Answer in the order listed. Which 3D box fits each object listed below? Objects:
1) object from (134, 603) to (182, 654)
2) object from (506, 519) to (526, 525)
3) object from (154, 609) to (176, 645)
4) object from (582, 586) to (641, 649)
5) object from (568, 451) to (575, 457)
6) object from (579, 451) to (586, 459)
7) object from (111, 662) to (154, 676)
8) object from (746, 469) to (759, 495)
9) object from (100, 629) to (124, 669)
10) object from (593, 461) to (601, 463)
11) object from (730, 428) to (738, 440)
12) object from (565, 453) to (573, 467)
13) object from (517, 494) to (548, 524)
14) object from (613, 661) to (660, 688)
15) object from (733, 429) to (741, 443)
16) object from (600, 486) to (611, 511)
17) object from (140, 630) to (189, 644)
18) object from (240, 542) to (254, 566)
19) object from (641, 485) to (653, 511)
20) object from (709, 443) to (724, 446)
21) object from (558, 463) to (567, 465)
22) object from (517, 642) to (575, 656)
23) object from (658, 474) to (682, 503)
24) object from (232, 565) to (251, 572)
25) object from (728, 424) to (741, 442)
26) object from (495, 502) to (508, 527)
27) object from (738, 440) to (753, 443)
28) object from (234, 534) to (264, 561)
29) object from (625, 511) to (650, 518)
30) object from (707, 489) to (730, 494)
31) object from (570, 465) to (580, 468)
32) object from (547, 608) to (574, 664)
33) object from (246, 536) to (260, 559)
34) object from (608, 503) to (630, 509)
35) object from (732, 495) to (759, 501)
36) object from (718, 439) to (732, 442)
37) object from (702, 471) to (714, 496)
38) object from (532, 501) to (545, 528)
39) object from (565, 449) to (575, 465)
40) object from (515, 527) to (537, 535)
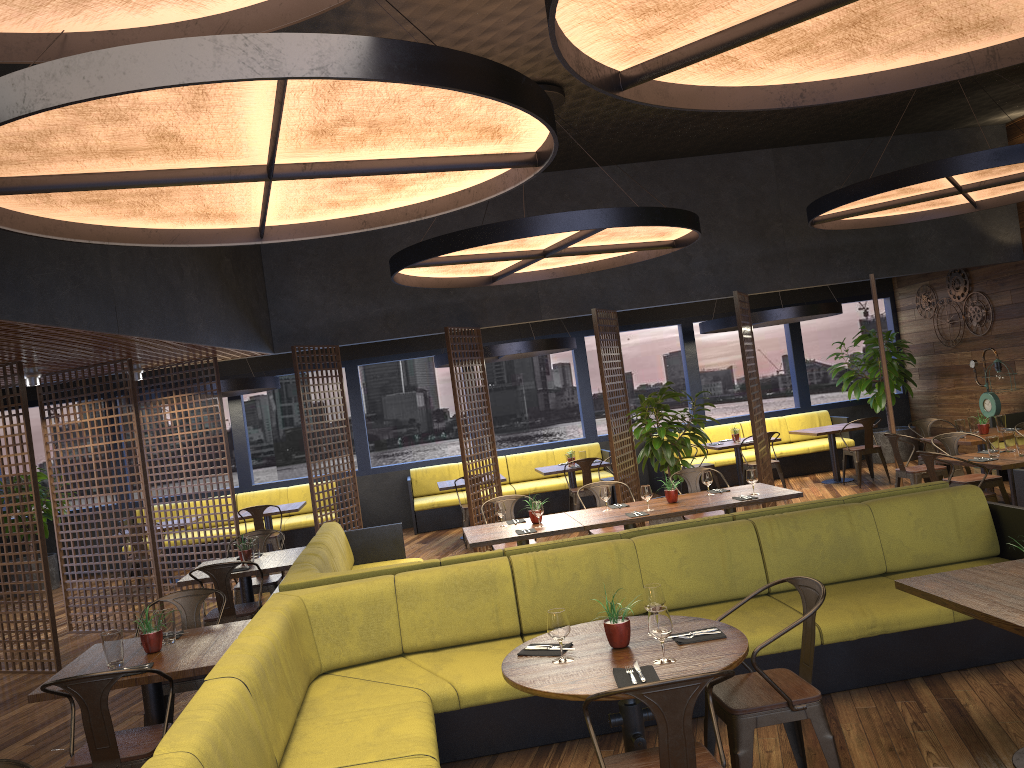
[{"bbox_3d":[-1.904,1.280,4.686,0.260,0.271,0.238,-8,-1,-5],"label":"object"},{"bbox_3d":[0.037,1.178,7.604,0.157,0.019,0.255,-8,-1,-6],"label":"object"},{"bbox_3d":[-1.883,1.326,4.832,0.102,0.178,0.102,-7,-1,-21],"label":"object"},{"bbox_3d":[0.422,0.959,3.688,0.238,0.271,0.260,-8,-1,15],"label":"object"},{"bbox_3d":[0.838,1.032,12.395,0.102,0.178,0.102,-7,-1,-21],"label":"object"},{"bbox_3d":[0.973,1.012,12.159,0.102,0.178,0.102,-7,-1,-21],"label":"object"},{"bbox_3d":[-1.900,1.404,4.345,0.255,0.019,0.157,-8,-1,-7],"label":"object"},{"bbox_3d":[2.003,0.817,7.382,0.097,0.206,0.097,-8,-1,39],"label":"object"},{"bbox_3d":[-2.012,1.340,4.479,0.102,0.178,0.102,-7,-1,-21],"label":"object"},{"bbox_3d":[1.134,1.071,12.228,0.157,0.019,0.255,-8,-1,-7],"label":"object"},{"bbox_3d":[3.182,0.721,12.668,0.102,0.178,0.102,-7,-1,-21],"label":"object"},{"bbox_3d":[0.783,1.036,12.040,0.102,0.178,0.102,-7,-1,-21],"label":"object"},{"bbox_3d":[0.180,1.026,7.386,0.238,0.271,0.260,-8,-1,15],"label":"object"},{"bbox_3d":[0.460,1.081,3.316,0.157,0.019,0.255,-8,-1,0],"label":"object"},{"bbox_3d":[3.127,0.724,12.313,0.102,0.178,0.102,-7,-1,-21],"label":"object"},{"bbox_3d":[0.802,0.980,7.582,0.097,0.206,0.097,-8,-1,39],"label":"object"},{"bbox_3d":[-1.941,1.415,4.982,0.255,0.019,0.157,-8,-1,-7],"label":"object"},{"bbox_3d":[-2.144,1.383,7.203,0.102,0.178,0.102,-8,-1,-1],"label":"object"},{"bbox_3d":[1.108,0.936,7.277,0.097,0.206,0.097,-8,-1,39],"label":"object"},{"bbox_3d":[2.864,0.842,12.480,0.157,0.019,0.255,-8,-1,-7],"label":"object"},{"bbox_3d":[0.780,1.122,12.545,0.255,0.019,0.157,-8,-1,-7],"label":"object"},{"bbox_3d":[0.161,1.125,3.777,0.255,0.019,0.157,-8,-1,26],"label":"object"},{"bbox_3d":[1.336,0.873,7.521,0.238,0.271,0.260,-8,-1,15],"label":"object"},{"bbox_3d":[-2.207,1.470,7.034,0.255,0.019,0.157,-8,-1,-7],"label":"object"},{"bbox_3d":[3.137,0.678,12.488,0.238,0.271,0.260,-8,-1,15],"label":"object"},{"bbox_3d":[-0.093,1.099,7.477,0.097,0.206,0.097,-8,-1,39],"label":"object"},{"bbox_3d":[3.206,0.793,12.161,0.255,0.019,0.157,-8,-1,-7],"label":"object"},{"bbox_3d":[-2.207,1.346,7.345,0.260,0.271,0.238,-8,-1,-5],"label":"object"},{"bbox_3d":[1.003,1.044,7.148,0.157,0.019,0.255,-8,-1,-6],"label":"object"},{"bbox_3d":[1.827,0.940,7.814,0.157,0.019,0.255,-8,-1,-6],"label":"object"},{"bbox_3d":[0.862,1.105,11.888,0.255,0.019,0.157,-8,-1,-7],"label":"object"},{"bbox_3d":[0.194,1.024,3.610,0.097,0.206,0.097,-8,-1,35],"label":"object"},{"bbox_3d":[-2.189,1.392,7.521,0.102,0.178,0.102,-8,-1,9],"label":"object"},{"bbox_3d":[0.932,1.059,7.709,0.157,0.019,0.255,-8,-1,-6],"label":"object"},{"bbox_3d":[1.898,0.925,7.253,0.157,0.019,0.255,-8,-1,-6],"label":"object"},{"bbox_3d":[3.124,0.810,12.818,0.255,0.019,0.157,-8,-1,-7],"label":"object"},{"bbox_3d":[1.697,0.861,7.687,0.097,0.206,0.097,-8,-1,39],"label":"object"},{"bbox_3d":[0.213,1.056,7.172,0.097,0.206,0.097,-8,-1,39],"label":"object"},{"bbox_3d":[0.816,0.987,12.220,0.238,0.271,0.260,-8,-1,15],"label":"object"},{"bbox_3d":[0.108,1.163,7.044,0.157,0.019,0.255,-8,-1,-6],"label":"object"}]
